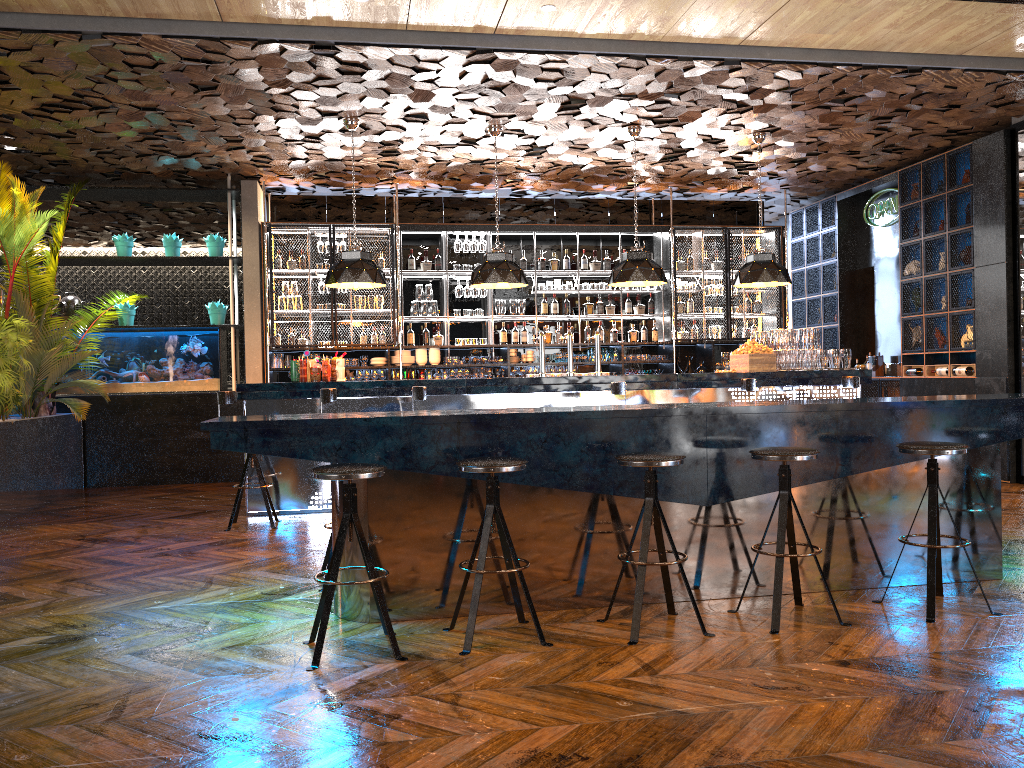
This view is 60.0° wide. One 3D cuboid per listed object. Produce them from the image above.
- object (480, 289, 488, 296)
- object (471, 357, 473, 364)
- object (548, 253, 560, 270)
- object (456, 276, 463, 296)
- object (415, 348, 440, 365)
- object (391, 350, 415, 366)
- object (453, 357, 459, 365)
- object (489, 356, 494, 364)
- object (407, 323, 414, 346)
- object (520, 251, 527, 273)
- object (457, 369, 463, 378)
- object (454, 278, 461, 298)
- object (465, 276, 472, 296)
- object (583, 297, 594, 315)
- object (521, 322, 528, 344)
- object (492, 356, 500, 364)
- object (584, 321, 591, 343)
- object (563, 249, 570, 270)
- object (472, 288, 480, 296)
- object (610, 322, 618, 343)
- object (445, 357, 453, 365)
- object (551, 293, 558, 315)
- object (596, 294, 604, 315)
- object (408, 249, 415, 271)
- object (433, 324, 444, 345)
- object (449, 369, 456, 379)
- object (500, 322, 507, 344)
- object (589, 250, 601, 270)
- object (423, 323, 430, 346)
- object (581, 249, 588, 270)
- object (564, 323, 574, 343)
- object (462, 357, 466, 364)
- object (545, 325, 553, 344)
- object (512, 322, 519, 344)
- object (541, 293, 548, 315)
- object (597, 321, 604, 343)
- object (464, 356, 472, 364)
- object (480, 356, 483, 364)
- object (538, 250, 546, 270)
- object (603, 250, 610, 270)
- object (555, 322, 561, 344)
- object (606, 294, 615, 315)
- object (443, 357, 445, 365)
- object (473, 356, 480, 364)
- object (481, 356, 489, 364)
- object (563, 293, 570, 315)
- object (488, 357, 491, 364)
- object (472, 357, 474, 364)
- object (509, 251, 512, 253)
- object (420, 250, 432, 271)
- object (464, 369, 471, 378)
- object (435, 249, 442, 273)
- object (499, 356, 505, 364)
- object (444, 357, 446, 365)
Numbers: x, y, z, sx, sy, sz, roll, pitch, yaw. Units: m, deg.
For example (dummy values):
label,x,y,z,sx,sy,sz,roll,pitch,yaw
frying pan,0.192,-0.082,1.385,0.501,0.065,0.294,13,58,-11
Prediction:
label,x,y,z,sx,sy,sz,roll,pitch,yaw
object,-0.354,-1.238,11.229,0.092,0.244,0.092,-1,1,41
object,-0.484,-0.300,11.365,0.093,0.099,0.093,-1,1,-8
object,0.543,-1.570,11.477,0.151,0.248,0.094,-1,1,-6
object,-0.662,-1.230,11.175,0.092,0.244,0.092,-1,1,41
object,-1.050,-0.343,11.075,0.309,0.216,0.149,-1,1,-12
object,-1.360,-0.325,11.054,0.306,0.195,0.300,-1,1,-9
object,-0.707,-0.292,11.109,0.089,0.100,0.100,-1,1,26
object,-0.241,-0.303,11.240,0.095,0.096,0.095,-1,1,-9
object,-1.276,-0.618,11.169,0.086,0.299,0.086,-1,1,39
object,0.150,-1.572,11.409,0.083,0.282,0.083,-1,1,5
object,-0.647,-0.082,11.061,0.084,0.216,0.084,-1,1,5
object,-0.691,-1.231,11.338,0.092,0.244,0.092,-1,1,41
object,-0.554,-1.233,11.194,0.092,0.244,0.092,-1,1,41
object,0.995,-1.010,11.560,0.151,0.248,0.094,-1,1,-21
object,0.163,-0.653,11.424,0.086,0.298,0.086,-1,1,39
object,-0.198,-0.303,11.142,0.095,0.096,0.095,-2,1,-36
object,0.983,-0.672,11.535,0.086,0.297,0.086,-1,1,24
object,0.709,-1.600,11.521,0.086,0.298,0.086,-1,1,39
object,-0.456,-1.235,11.211,0.092,0.244,0.092,-1,1,41
object,1.337,-0.673,11.623,0.083,0.282,0.083,-2,1,-25
object,-0.778,-0.290,11.040,0.100,0.100,0.089,-1,1,-5
object,0.556,-1.027,11.515,0.086,0.298,0.086,-1,1,39
object,1.147,-1.032,11.587,0.083,0.282,0.083,-1,1,-10
object,-1.267,-1.554,11.191,0.086,0.298,0.086,-1,1,39
object,-0.929,-0.616,11.210,0.123,0.279,0.123,-1,1,4
object,-0.740,-0.080,11.046,0.084,0.216,0.084,-1,1,-22
object,-0.109,-0.646,11.375,0.086,0.299,0.086,-1,1,39
object,1.084,-1.599,11.559,0.123,0.279,0.123,-1,1,-21
object,-1.082,-0.623,11.172,0.086,0.297,0.086,-1,1,24
object,0.941,-1.606,11.556,0.086,0.298,0.086,-1,1,39
object,0.742,-0.656,11.504,0.123,0.279,0.123,-1,1,4
object,-0.580,-0.298,11.297,0.109,0.100,0.109,-2,1,-27
object,0.451,-0.634,11.467,0.151,0.248,0.094,-1,1,-21
object,0.042,-0.651,11.427,0.086,0.298,0.086,-1,1,39
object,0.416,-1.022,11.465,0.086,0.299,0.086,-1,1,39
object,1.156,-0.677,11.599,0.086,0.298,0.086,-1,1,39
object,-0.553,-0.297,11.141,0.109,0.100,0.109,-2,1,-27
object,-0.361,-0.302,11.229,0.093,0.099,0.093,-2,1,-38
object,0.385,-1.585,11.450,0.083,0.282,0.083,-2,1,-25
object,1.240,-1.605,11.601,0.083,0.282,0.083,-1,1,-10
object,0.603,-0.655,11.494,0.083,0.282,0.083,-1,1,-10
object,1.286,-1.033,11.598,0.123,0.279,0.123,-1,1,4
object,-0.826,-0.291,11.269,0.100,0.100,0.089,-1,1,-3
object,-0.446,-0.299,11.156,0.093,0.099,0.093,-1,1,7
object,-0.339,-0.301,11.127,0.093,0.099,0.093,-1,1,9
object,0.710,-1.030,11.514,0.086,0.297,0.086,-1,1,39
object,-0.281,-0.304,11.401,0.095,0.096,0.095,-1,1,7
object,-0.465,-0.300,11.262,0.093,0.099,0.093,-2,1,-23
object,-0.014,-1.569,11.380,0.083,0.282,0.083,-2,1,-25
object,-1.083,-1.547,11.178,0.123,0.279,0.123,-1,1,-21
object,-0.558,-0.084,11.077,0.084,0.216,0.084,-1,1,32
object,-0.934,-1.562,11.221,0.086,0.299,0.086,-1,1,39
object,-0.140,-0.305,11.225,0.095,0.096,0.095,-1,1,14
object,-0.805,-0.290,11.151,0.100,0.100,0.089,-2,1,-38
